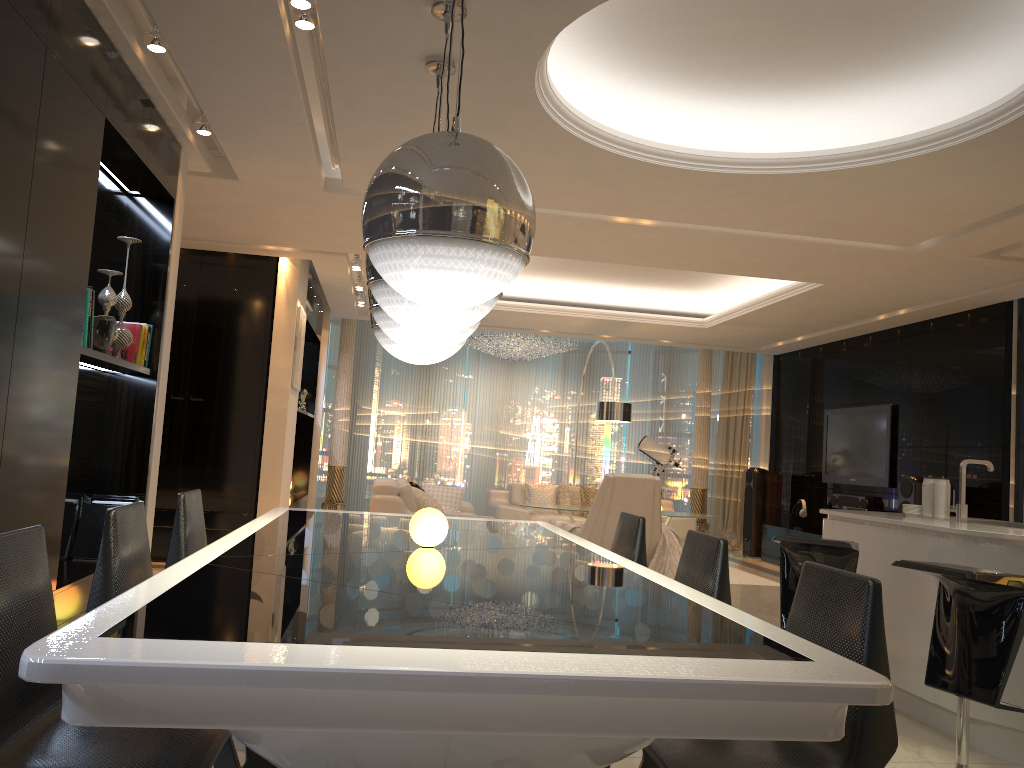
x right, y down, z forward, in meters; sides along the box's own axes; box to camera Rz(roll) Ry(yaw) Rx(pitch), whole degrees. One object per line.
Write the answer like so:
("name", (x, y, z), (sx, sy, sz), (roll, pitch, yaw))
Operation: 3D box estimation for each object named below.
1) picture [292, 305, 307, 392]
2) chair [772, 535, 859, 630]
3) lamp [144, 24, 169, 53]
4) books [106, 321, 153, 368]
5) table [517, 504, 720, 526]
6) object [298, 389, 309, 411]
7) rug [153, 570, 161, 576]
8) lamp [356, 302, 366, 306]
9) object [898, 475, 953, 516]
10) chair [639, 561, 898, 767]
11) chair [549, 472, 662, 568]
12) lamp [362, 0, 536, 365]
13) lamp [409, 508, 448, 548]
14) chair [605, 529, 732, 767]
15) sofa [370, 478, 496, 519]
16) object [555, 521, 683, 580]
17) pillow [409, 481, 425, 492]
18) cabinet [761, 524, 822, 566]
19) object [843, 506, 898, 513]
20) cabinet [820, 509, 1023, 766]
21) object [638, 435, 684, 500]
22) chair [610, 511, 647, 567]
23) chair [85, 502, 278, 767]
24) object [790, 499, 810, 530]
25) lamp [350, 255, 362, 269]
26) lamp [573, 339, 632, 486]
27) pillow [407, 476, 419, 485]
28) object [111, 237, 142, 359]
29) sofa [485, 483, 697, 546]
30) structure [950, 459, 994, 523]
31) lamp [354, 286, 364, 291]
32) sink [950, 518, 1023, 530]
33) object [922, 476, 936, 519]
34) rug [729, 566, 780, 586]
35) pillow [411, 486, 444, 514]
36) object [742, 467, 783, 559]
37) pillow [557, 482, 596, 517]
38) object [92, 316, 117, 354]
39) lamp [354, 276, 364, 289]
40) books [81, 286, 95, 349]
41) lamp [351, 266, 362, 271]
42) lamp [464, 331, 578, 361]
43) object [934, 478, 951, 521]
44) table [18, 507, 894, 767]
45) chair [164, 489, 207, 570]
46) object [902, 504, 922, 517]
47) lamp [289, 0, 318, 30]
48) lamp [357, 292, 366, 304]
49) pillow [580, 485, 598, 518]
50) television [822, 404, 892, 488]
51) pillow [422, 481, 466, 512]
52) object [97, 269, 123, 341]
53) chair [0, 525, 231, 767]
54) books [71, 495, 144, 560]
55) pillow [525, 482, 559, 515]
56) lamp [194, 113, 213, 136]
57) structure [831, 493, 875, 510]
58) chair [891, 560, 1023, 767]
("picture", (-1.929, -0.313, 8.033), (0.027, 0.729, 0.610), (4, -5, -8))
("chair", (1.377, 1.095, 4.049), (0.380, 0.789, 0.380), (2, -5, 25))
("lamp", (-1.488, -1.460, 3.724), (0.107, 0.127, 0.107), (6, -5, -27))
("books", (-1.961, -0.207, 4.514), (0.189, 0.238, 0.290), (4, -5, -9))
("table", (1.090, 1.584, 9.124), (2.140, 0.565, 0.999), (4, -5, -9))
("object", (-2.483, 0.210, 10.538), (0.116, 0.293, 0.182), (5, -5, -11))
("rug", (-4.680, 1.237, 5.830), (5.025, 0.015, 1.526), (4, -5, -8))
("lamp", (-1.712, -0.946, 10.075), (0.107, 0.127, 0.107), (6, -5, -27))
("object", (3.651, 1.376, 7.781), (0.468, 1.127, 0.285), (4, -5, -8))
("chair", (0.507, 0.837, 1.987), (0.496, 0.858, 0.523), (4, -5, -8))
("chair", (0.874, 1.238, 7.468), (1.027, 0.991, 0.983), (4, -5, -9))
("lamp", (-0.224, -0.736, 2.821), (0.408, 1.226, 1.827), (4, -5, -8))
("lamp", (-0.267, 0.461, 2.849), (0.125, 0.125, 0.125), (-1, -6, 42))
("chair", (0.384, 0.897, 2.825), (0.496, 0.858, 0.523), (4, -5, -8))
("sofa", (-0.853, 1.364, 8.925), (1.145, 0.754, 2.328), (4, -5, -8))
("object", (1.057, 1.454, 7.534), (1.347, 0.580, 0.972), (1, -5, 29))
("pillow", (-0.877, 1.152, 8.875), (0.323, 0.355, 0.524), (4, -5, -7))
("cabinet", (3.448, 1.839, 9.414), (0.416, 0.444, 2.842), (4, -5, -8))
("object", (3.582, 1.282, 8.852), (0.371, 0.070, 0.441), (4, -5, -8))
("cabinet", (2.418, 1.044, 3.180), (1.046, 0.887, 3.752), (4, -5, -8))
("object", (1.995, 1.443, 12.046), (0.616, 1.471, 0.570), (4, -5, -2))
("chair", (0.259, 0.958, 3.680), (0.496, 0.858, 0.523), (4, -5, -8))
("chair", (-0.909, 0.789, 2.536), (0.496, 0.858, 0.523), (4, -5, -8))
("object", (3.361, 1.513, 10.306), (0.197, 0.343, 0.197), (8, -6, -43))
("lamp", (-1.402, -1.107, 8.001), (0.107, 0.127, 0.107), (3, -5, 3))
("lamp", (0.968, 0.717, 10.440), (0.393, 2.519, 2.009), (4, -5, -8))
("pillow", (-0.984, 1.166, 9.321), (0.255, 0.399, 0.526), (4, -5, -8))
("object", (-1.903, -0.407, 4.341), (0.121, 0.612, 0.121), (5, -5, -13))
("sofa", (0.893, 1.604, 10.479), (2.328, 0.754, 1.145), (4, -5, -8))
("structure", (2.274, 0.530, 4.385), (0.177, 0.310, 0.089), (4, -5, -8))
("lamp", (-1.568, -1.025, 9.138), (0.107, 0.127, 0.107), (6, -5, -27))
("sink", (2.470, 0.770, 4.369), (0.485, 0.152, 0.738), (4, -5, -8))
("object", (2.163, 0.586, 4.594), (0.071, 0.219, 0.071), (5, -5, -17))
("rug", (1.097, 1.878, 9.094), (2.900, 0.020, 1.661), (4, -5, -8))
("pillow", (-0.803, 1.154, 8.421), (0.351, 0.329, 0.521), (4, -5, -8))
("object", (3.164, 1.615, 11.111), (0.468, 1.127, 0.285), (4, -5, -8))
("pillow", (0.760, 1.396, 10.560), (0.587, 0.429, 0.288), (7, -6, -33))
("object", (-1.859, -0.215, 3.911), (0.193, 0.177, 0.375), (4, -5, -7))
("lamp", (-1.551, -1.034, 9.017), (0.107, 0.127, 0.107), (3, -5, 3))
("books", (-1.827, -0.287, 3.606), (0.210, 0.270, 0.236), (4, -5, -8))
("lamp", (-1.419, -1.099, 8.114), (0.107, 0.127, 0.107), (3, -5, 3))
("lamp", (0.063, -0.679, 13.138), (2.109, 0.685, 2.109), (0, -6, 37))
("object", (2.178, 0.578, 4.489), (0.071, 0.219, 0.071), (7, -5, -31))
("table", (-0.276, 0.895, 2.722), (1.293, 0.759, 3.031), (4, -5, -8))
("chair", (-1.032, 0.849, 3.375), (0.496, 0.858, 0.523), (4, -5, -8))
("object", (2.115, 0.667, 4.667), (0.111, 0.062, 0.111), (3, -5, 13))
("lamp", (-0.785, -1.445, 3.348), (0.107, 0.127, 0.271), (4, -5, -8))
("lamp", (-1.687, -0.967, 9.949), (0.107, 0.127, 0.107), (6, -5, -27))
("pillow", (1.086, 1.410, 10.533), (0.575, 0.436, 0.301), (4, -5, -2))
("television", (3.714, 0.670, 9.566), (0.055, 0.839, 1.358), (4, -5, -8))
("pillow", (-0.776, 1.234, 9.641), (0.521, 0.325, 0.281), (4, -5, 2))
("object", (-1.914, -0.323, 4.180), (0.121, 0.416, 0.121), (5, -5, -13))
("chair", (-0.793, 0.732, 1.740), (0.496, 0.858, 0.523), (4, -5, -8))
("books", (-2.003, 0.709, 4.412), (0.222, 0.296, 0.345), (4, -5, -8))
("pillow", (0.371, 1.366, 10.476), (0.463, 0.380, 0.222), (4, -5, -3))
("lamp", (-1.633, -1.389, 4.715), (0.107, 0.127, 0.107), (6, -5, -27))
("structure", (3.644, 1.272, 9.500), (0.107, 0.179, 0.745), (4, -5, -8))
("chair", (1.562, 1.027, 3.065), (0.380, 0.789, 0.380), (6, -5, -25))
